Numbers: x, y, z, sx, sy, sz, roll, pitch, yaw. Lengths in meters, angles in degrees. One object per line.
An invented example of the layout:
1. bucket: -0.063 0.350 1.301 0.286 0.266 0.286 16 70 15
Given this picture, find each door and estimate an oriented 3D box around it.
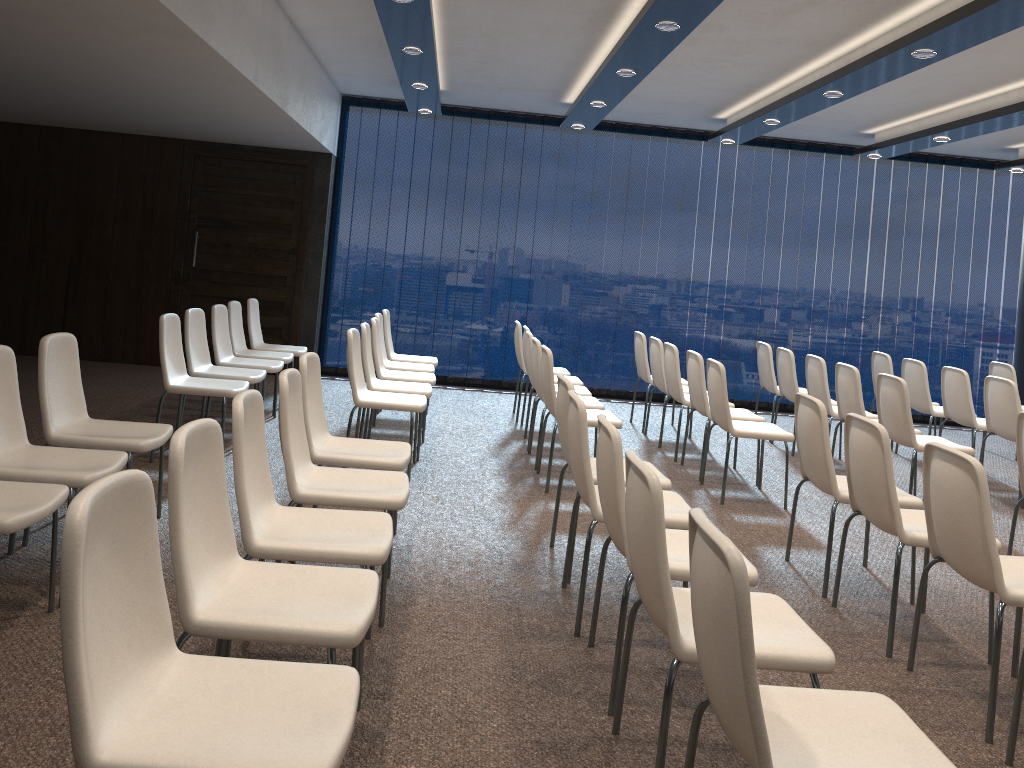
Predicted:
1. door: -2.941 -1.336 9.540 1.399 2.408 0.269 5 -1 -4

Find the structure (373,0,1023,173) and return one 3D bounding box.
1. structure: 5.712 -1.883 5.574 13.130 0.230 8.134 5 8 -4

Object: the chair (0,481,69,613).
1. chair: -1.830 0.394 2.920 0.557 0.901 0.533 5 1 -4

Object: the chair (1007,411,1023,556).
1. chair: 2.844 0.618 4.380 0.557 0.901 0.532 5 1 -2

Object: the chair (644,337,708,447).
1. chair: 1.456 0.059 7.662 0.557 0.901 0.533 5 1 -5

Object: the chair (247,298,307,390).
1. chair: -2.179 -0.318 8.058 0.557 0.901 0.533 5 1 -5

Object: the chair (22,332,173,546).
1. chair: -1.908 0.232 4.089 0.557 0.901 0.533 5 1 -5

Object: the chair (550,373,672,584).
1. chair: 0.459 0.426 4.225 0.557 0.901 0.533 5 1 -5

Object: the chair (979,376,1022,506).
1. chair: 3.884 0.414 6.621 0.557 0.901 0.533 5 1 -5

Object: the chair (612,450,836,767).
1. chair: 0.564 0.670 2.450 0.557 0.901 0.533 5 1 -3

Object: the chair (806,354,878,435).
1. chair: 2.689 0.232 7.191 0.557 0.901 0.533 5 1 -3

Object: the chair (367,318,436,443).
1. chair: -0.880 -0.055 6.950 0.557 0.901 0.533 5 1 -5

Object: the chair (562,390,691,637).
1. chair: 0.473 0.503 3.649 0.557 0.901 0.533 5 1 -2

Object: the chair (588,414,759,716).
1. chair: 0.540 0.587 3.063 0.557 0.901 0.533 5 1 -2

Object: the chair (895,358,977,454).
1. chair: 3.793 0.243 7.850 0.557 0.901 0.533 5 1 -5

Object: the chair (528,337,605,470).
1. chair: 0.382 0.130 6.404 0.557 0.901 0.533 5 1 -4

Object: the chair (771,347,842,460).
1. chair: 2.623 0.148 7.777 0.557 0.901 0.533 5 1 -3

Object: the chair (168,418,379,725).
1. chair: -0.644 0.575 2.354 0.557 0.901 0.533 5 1 -2

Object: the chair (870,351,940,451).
1. chair: 3.768 0.159 8.465 0.557 0.901 0.533 5 1 -2

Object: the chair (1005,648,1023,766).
1. chair: 1.788 0.776 2.481 0.557 0.901 0.533 5 1 -5

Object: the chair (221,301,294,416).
1. chair: -2.164 -0.240 7.478 0.557 0.901 0.533 5 1 -4

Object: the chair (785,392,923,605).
1. chair: 1.673 0.521 4.327 0.558 0.901 0.532 5 1 -2

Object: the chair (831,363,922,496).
1. chair: 2.714 0.315 6.578 0.557 0.901 0.533 5 1 -3

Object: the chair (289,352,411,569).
1. chair: -0.762 0.323 4.177 0.557 0.901 0.533 5 1 -2

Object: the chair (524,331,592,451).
1. chair: 0.349 0.049 6.990 0.557 0.901 0.532 5 1 -2

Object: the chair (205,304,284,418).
1. chair: -2.097 -0.156 6.892 0.557 0.901 0.533 5 1 -3

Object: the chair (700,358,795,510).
1. chair: 1.570 0.304 5.893 0.557 0.901 0.533 5 1 -2

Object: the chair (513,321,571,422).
1. chair: 0.264 -0.123 8.230 0.557 0.901 0.533 5 1 -3

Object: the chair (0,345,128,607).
1. chair: -1.859 0.318 3.474 0.557 0.901 0.533 5 1 -5

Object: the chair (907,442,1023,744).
1. chair: 1.761 0.690 3.106 0.557 0.901 0.533 5 1 -3

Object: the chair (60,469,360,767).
1. chair: -0.595 0.661 1.744 0.558 0.901 0.532 5 1 -1

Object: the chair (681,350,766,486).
1. chair: 1.553 0.223 6.494 0.557 0.901 0.533 5 1 -4

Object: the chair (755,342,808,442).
1. chair: 2.608 0.069 8.361 0.557 0.901 0.532 5 1 -2

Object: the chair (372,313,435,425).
1. chair: -0.944 -0.142 7.559 0.557 0.901 0.533 5 1 -4

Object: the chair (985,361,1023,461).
1. chair: 4.970 0.256 8.545 0.557 0.901 0.533 5 1 -5

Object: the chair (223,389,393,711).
1. chair: -0.677 0.496 2.929 0.557 0.901 0.533 5 1 -5

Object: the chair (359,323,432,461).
1. chair: -0.853 0.030 6.329 0.557 0.901 0.533 5 1 -5

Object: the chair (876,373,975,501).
1. chair: 2.778 0.402 5.967 0.557 0.901 0.533 5 1 -5

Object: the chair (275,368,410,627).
1. chair: -0.694 0.412 3.550 0.557 0.901 0.533 5 1 -5

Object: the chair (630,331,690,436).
1. chair: 1.407 -0.027 8.278 0.557 0.901 0.533 5 1 -5

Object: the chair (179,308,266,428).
1. chair: -2.073 -0.073 6.285 0.557 0.901 0.533 5 1 -2

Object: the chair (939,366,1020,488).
1. chair: 3.857 0.329 7.244 0.557 0.901 0.533 5 1 -4

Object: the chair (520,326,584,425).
1. chair: 0.333 -0.034 7.609 0.557 0.901 0.533 5 1 -3

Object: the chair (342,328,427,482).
1. chair: -0.838 0.108 5.751 0.557 0.901 0.533 5 1 -2

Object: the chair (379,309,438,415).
1. chair: -0.968 -0.225 8.171 0.557 0.901 0.533 5 1 -4

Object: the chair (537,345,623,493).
1. chair: 0.431 0.215 5.793 0.557 0.901 0.533 5 1 -4

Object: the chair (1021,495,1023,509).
1. chair: 3.899 0.492 6.043 0.557 0.901 0.533 5 1 -2

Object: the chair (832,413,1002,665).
1. chair: 1.697 0.604 3.714 0.557 0.901 0.533 5 1 -3

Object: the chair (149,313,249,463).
1. chair: -2.009 0.014 5.670 0.557 0.901 0.533 5 1 -5

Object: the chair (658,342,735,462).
1. chair: 1.486 0.135 7.108 0.557 0.901 0.533 5 1 -4

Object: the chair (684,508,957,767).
1. chair: 0.628 0.757 1.844 0.557 0.901 0.533 5 1 -2
